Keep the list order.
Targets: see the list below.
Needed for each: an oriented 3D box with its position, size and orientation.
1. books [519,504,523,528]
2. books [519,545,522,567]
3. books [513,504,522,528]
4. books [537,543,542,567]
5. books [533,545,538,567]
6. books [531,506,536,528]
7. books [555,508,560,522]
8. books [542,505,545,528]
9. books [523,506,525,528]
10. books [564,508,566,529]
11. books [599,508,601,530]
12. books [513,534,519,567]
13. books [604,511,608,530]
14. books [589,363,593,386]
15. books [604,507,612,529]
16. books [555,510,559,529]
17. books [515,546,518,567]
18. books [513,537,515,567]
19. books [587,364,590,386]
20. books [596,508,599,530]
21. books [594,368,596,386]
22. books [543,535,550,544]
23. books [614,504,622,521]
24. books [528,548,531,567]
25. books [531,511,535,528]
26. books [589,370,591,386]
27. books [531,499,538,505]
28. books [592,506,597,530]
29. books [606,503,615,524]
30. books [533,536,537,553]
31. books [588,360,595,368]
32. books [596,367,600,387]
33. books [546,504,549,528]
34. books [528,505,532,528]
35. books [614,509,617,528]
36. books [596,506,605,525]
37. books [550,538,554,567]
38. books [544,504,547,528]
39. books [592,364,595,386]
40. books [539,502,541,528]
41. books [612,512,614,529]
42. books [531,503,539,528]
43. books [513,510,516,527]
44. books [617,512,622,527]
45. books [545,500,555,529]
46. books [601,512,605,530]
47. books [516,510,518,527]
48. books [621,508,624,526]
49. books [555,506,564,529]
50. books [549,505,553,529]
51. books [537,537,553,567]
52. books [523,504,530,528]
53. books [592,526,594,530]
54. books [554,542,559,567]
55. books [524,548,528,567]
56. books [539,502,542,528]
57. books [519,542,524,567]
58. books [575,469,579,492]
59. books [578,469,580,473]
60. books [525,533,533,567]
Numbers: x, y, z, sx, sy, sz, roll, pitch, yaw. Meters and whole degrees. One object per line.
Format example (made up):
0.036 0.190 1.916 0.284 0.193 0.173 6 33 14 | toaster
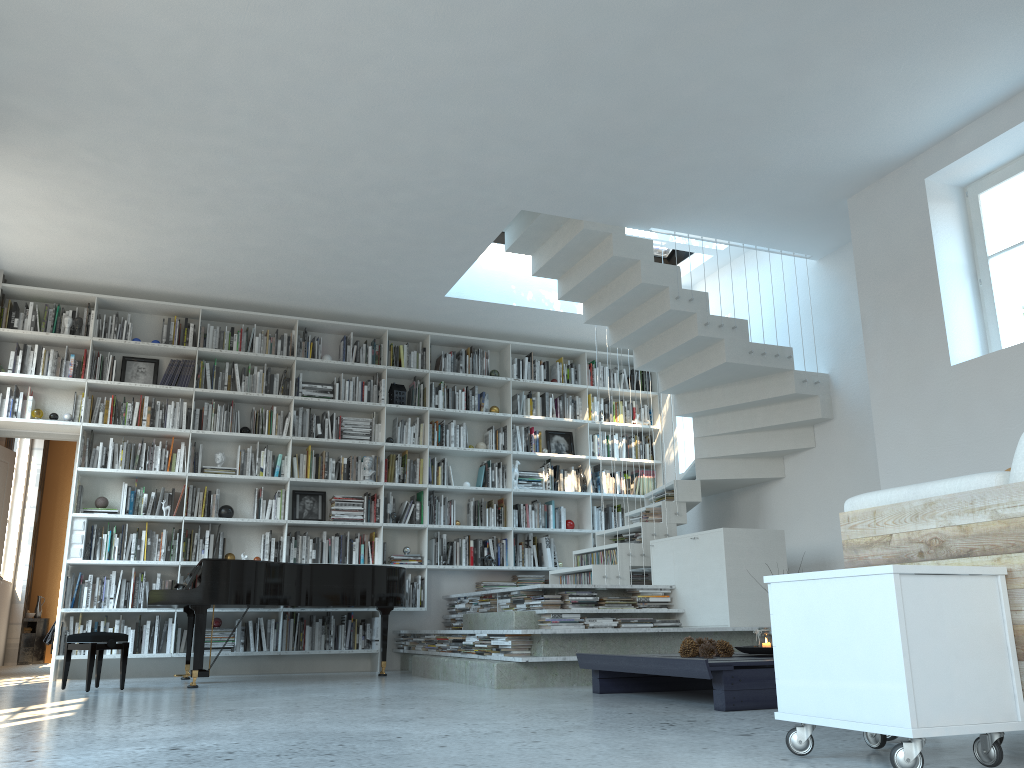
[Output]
0.072 1.306 8.681 0.024 0.246 0.143 5 -16 -21 | books
0.057 1.674 8.580 0.023 0.213 0.164 5 -16 -21 | books
0.043 1.302 8.658 0.047 0.243 0.177 5 -16 -21 | books
0.242 1.678 8.649 0.031 0.239 0.172 5 -16 -21 | books
0.196 1.683 8.625 0.052 0.216 0.185 5 -16 -21 | books
0.190 1.325 8.720 0.012 0.229 0.179 5 -16 -21 | books
0.434 1.356 8.823 0.037 0.218 0.140 5 -16 -21 | books
0.275 1.326 8.761 0.026 0.246 0.166 5 -16 -21 | books
0.093 1.316 8.673 0.011 0.222 0.163 5 -16 -21 | books
0.489 1.356 8.837 0.027 0.222 0.170 5 -16 -21 | books
0.858 1.382 8.982 0.022 0.241 0.151 5 -16 -21 | books
0.036 1.621 8.597 0.013 0.326 0.131 5 -16 -21 | books
0.927 1.407 9.012 0.025 0.207 0.149 5 -16 -21 | books
0.807 -0.060 9.344 0.013 0.285 0.151 5 -16 -21 | books
0.961 1.383 9.003 0.027 0.248 0.184 5 -16 -21 | books
0.409 1.357 8.794 0.030 0.200 0.190 5 -16 -21 | books
0.015 1.674 8.575 0.033 0.212 0.140 5 -16 -21 | books
-0.003 1.633 8.566 0.015 0.286 0.138 5 -16 -21 | books
0.766 -0.058 9.330 0.022 0.274 0.160 5 -16 -21 | books
0.831 1.382 8.970 0.037 0.235 0.153 5 -16 -21 | books
0.839 -0.032 9.338 0.022 0.228 0.175 5 -16 -21 | books
0.340 1.650 8.714 0.012 0.325 0.136 5 -16 -21 | books
1.079 1.383 9.073 0.011 0.284 0.161 5 -16 -21 | books
0.146 1.695 8.605 0.024 0.184 0.149 5 -16 -21 | books
0.176 1.343 8.698 0.027 0.181 0.186 5 -16 -21 | books
0.785 -0.028 9.342 0.025 0.222 0.137 5 -16 -21 | books
0.228 1.294 8.742 0.013 0.298 0.148 5 -16 -21 | books
0.806 1.370 8.954 0.024 0.251 0.176 5 -16 -21 | books
1.007 1.373 9.056 0.013 0.296 0.141 5 -16 -21 | books
0.216 1.649 8.667 0.010 0.303 0.132 5 -16 -21 | books
0.846 -0.075 9.377 0.014 0.330 0.143 5 -16 -21 | books
0.869 -0.034 9.360 0.023 0.243 0.183 5 -16 -21 | books
0.328 1.329 8.788 0.012 0.253 0.161 5 -16 -21 | books
0.146 1.316 8.707 0.026 0.238 0.177 5 -16 -21 | books
1.022 1.404 9.047 0.014 0.230 0.172 5 -16 -21 | books
0.901 1.378 9.016 0.024 0.266 0.133 5 -16 -21 | books
0.366 1.665 8.696 0.025 0.286 0.160 5 -16 -21 | books
0.302 1.321 8.751 0.014 0.248 0.177 5 -16 -21 | books
0.824 -0.054 9.334 0.012 0.268 0.185 5 -16 -21 | books
0.246 1.309 8.727 0.012 0.261 0.187 5 -16 -21 | books
0.989 1.417 9.037 0.027 0.200 0.164 5 -16 -21 | books
0.217 1.308 8.710 0.028 0.254 0.192 5 -16 -21 | books
-0.004 1.326 8.638 0.023 0.186 0.160 5 -16 -21 | books
1.068 1.417 9.050 0.021 0.205 0.175 5 -16 -21 | books
0.375 1.310 8.789 0.026 0.289 0.181 5 -16 -21 | books
0.884 1.403 8.982 0.029 0.201 0.173 5 -16 -21 | books
0.017 1.329 8.643 0.022 0.183 0.163 5 -16 -21 | books
1.107 1.403 9.091 0.012 0.253 0.161 5 -16 -21 | books
0.466 1.348 8.828 0.025 0.235 0.181 5 -16 -21 | books
0.353 1.329 8.771 0.023 0.243 0.190 5 -16 -21 | books
0.306 1.647 8.637 0.075 0.290 0.255 5 -16 -21 | books
0.119 1.306 8.681 0.045 0.245 0.186 5 -16 -21 | books
0.750 1.358 8.950 0.085 0.277 0.160 5 -16 -21 | books
0.403 1.677 8.719 0.062 0.273 0.148 5 -16 -21 | books
0.118 1.693 8.602 0.030 0.187 0.140 5 -16 -21 | books
0.259 1.311 8.754 0.011 0.271 0.152 5 -16 -21 | books
0.078 1.659 8.581 0.015 0.243 0.157 5 -16 -21 | books
0.632 1.002 8.995 0.024 0.254 0.145 5 -16 -21 | books
0.697 0.999 9.040 0.029 0.283 0.139 5 -16 -21 | books
0.164 1.624 8.628 0.014 0.332 0.169 5 -16 -21 | books
